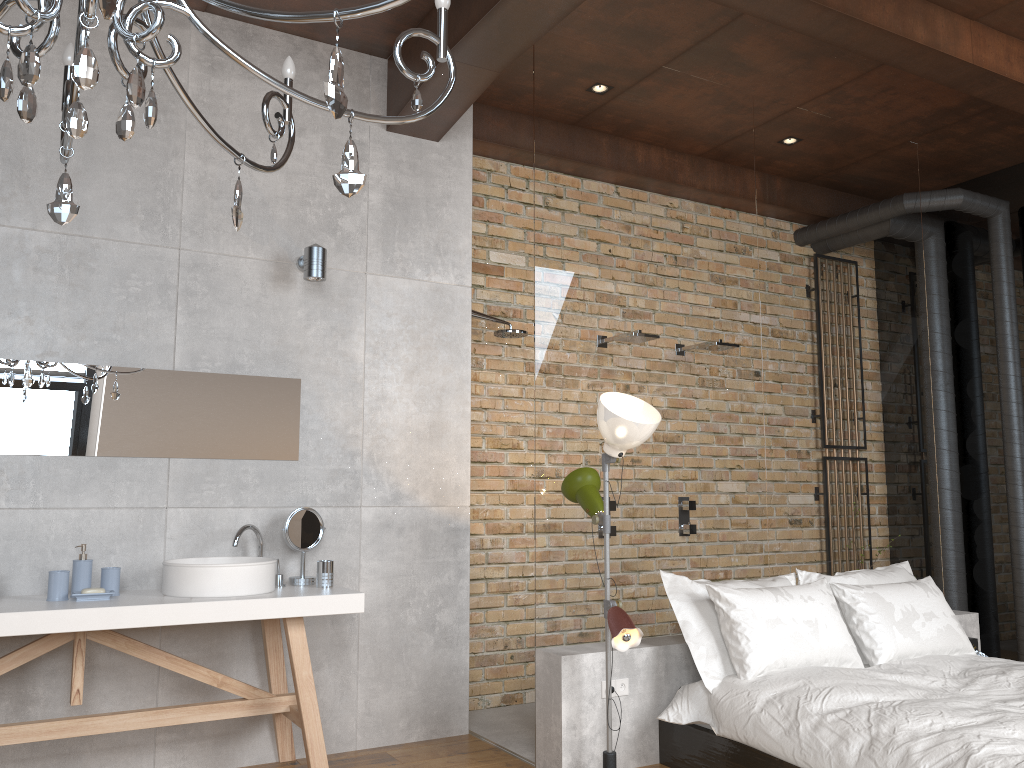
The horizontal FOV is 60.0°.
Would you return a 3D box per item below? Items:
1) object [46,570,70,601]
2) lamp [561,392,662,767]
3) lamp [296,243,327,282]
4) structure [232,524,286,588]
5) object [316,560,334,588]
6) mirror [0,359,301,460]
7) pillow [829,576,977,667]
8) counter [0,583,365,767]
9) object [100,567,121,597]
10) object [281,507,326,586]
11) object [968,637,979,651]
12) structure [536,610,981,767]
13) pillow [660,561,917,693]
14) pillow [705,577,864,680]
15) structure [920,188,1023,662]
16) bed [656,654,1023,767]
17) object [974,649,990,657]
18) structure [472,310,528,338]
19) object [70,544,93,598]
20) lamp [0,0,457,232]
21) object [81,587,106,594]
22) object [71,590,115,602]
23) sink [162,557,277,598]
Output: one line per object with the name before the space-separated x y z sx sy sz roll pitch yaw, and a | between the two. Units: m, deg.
object | -1.696 0.754 3.316 0.075 0.108 0.075 -1 -7 6
lamp | 0.383 0.824 3.638 0.270 1.582 0.561 5 -9 -32
lamp | -0.928 -0.548 4.088 0.101 0.168 0.243 4 -8 -29
structure | -1.100 0.736 3.803 0.242 0.268 0.141 5 -9 -34
object | -0.800 0.813 3.798 0.073 0.111 0.073 6 -9 -37
mirror | -1.778 0.105 3.636 1.838 0.377 0.007 4 -8 -29
pillow | 1.890 1.147 4.289 0.748 0.385 0.291 4 -8 -30
counter | -1.622 1.191 3.297 2.011 0.765 0.630 4 -8 -29
object | -1.573 0.774 3.473 0.075 0.108 0.075 1 -7 -9
object | -0.923 0.716 3.927 0.118 0.338 0.192 -2 -8 17
object | 2.503 1.491 4.876 0.116 0.178 0.067 4 -8 -26
structure | 1.380 1.473 4.421 2.820 0.494 0.206 4 -8 -29
pillow | 1.472 1.125 4.244 1.746 0.517 0.358 4 -8 -30
pillow | 1.201 1.074 3.902 0.744 0.397 0.276 4 -8 -30
structure | 2.695 0.341 5.976 0.829 3.140 1.189 4 -8 -29
bed | 2.077 1.376 3.455 2.300 0.442 2.169 4 -8 -29
object | 2.438 1.439 4.624 0.170 0.094 0.160 2 -8 -18
structure | -0.111 0.523 4.773 0.457 2.005 0.217 5 -9 -33
object | -1.667 0.723 3.440 0.076 0.201 0.076 5 -9 -36
lamp | -0.790 -1.214 1.714 1.409 1.594 1.409 1 -7 -7
object | -1.571 0.782 3.327 0.084 0.035 0.067 4 -8 -27
object | -1.572 0.796 3.325 0.147 0.031 0.100 4 -8 -28
sink | -1.185 0.780 3.600 0.445 0.128 0.442 -3 -8 24
